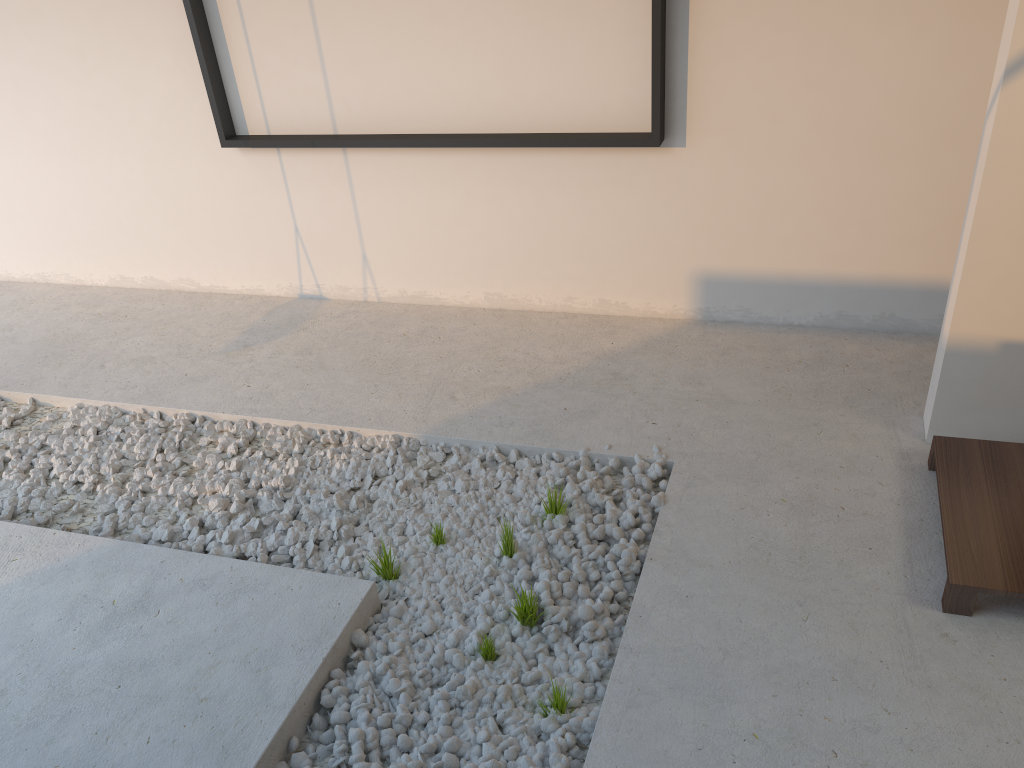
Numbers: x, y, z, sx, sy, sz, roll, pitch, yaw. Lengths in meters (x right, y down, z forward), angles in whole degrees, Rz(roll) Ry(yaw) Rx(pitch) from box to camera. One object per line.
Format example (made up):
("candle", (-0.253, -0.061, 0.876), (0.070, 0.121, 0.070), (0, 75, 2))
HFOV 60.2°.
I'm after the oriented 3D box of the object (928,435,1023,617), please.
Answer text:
("object", (1.380, 0.389, 2.468), (0.348, 0.105, 0.676), (5, 32, 18))
